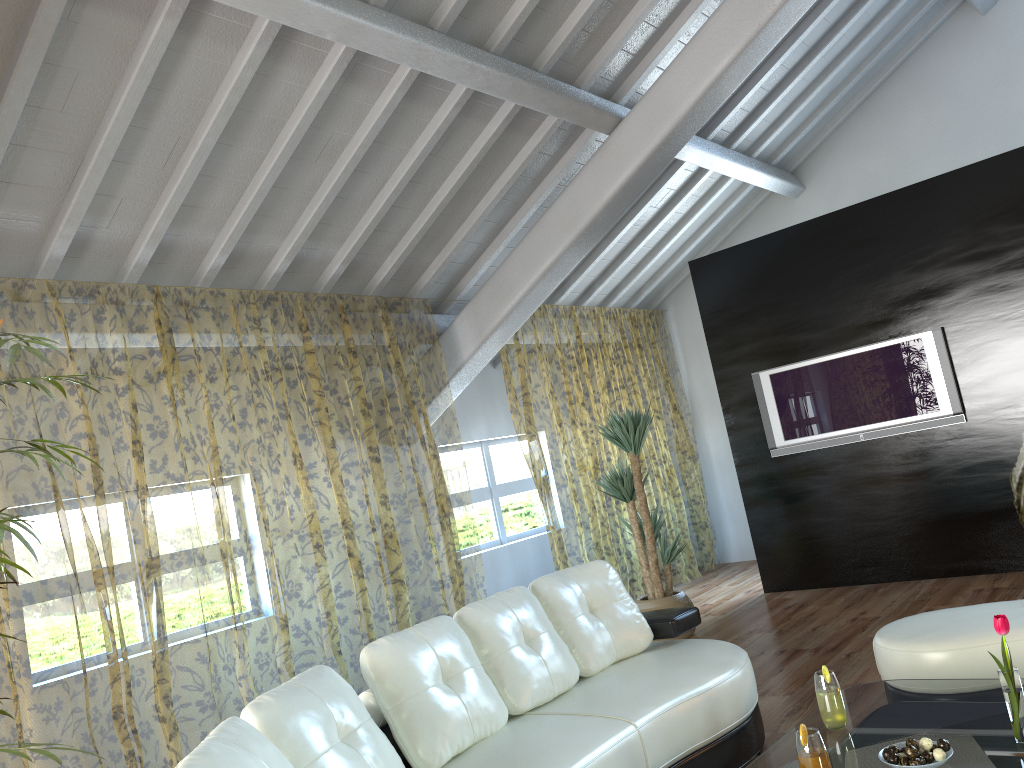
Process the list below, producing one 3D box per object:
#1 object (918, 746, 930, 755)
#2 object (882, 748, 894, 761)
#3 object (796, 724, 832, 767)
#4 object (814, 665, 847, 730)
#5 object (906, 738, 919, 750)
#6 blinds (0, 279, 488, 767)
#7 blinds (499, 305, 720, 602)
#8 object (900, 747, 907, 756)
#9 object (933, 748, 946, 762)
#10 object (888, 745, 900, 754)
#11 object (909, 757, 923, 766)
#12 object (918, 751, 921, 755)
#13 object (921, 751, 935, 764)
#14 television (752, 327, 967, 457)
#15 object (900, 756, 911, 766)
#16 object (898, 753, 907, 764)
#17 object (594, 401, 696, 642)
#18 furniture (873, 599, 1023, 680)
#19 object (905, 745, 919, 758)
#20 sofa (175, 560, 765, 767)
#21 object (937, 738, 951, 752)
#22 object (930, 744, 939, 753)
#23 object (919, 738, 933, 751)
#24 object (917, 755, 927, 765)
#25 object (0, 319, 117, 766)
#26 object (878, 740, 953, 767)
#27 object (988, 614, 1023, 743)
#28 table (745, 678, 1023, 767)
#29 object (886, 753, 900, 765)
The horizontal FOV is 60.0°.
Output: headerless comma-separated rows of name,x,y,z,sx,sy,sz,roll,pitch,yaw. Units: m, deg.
object,1.060,0.948,2.282,0.031,0.032,0.030,-16,-7,35
object,0.969,0.955,2.282,0.030,0.031,0.032,-6,-8,-43
object,0.739,0.924,2.176,0.081,0.192,0.075,-10,-6,-17
object,0.946,0.931,2.646,0.075,0.192,0.081,-17,-8,42
object,1.034,0.931,2.290,0.030,0.031,0.031,-17,-8,40
blinds,-1.390,0.727,4.677,0.306,2.546,3.505,-16,-8,37
blinds,0.916,0.570,7.655,0.306,2.546,2.780,-16,-8,37
object,1.022,0.958,2.298,0.031,0.031,0.030,-9,-7,-25
object,1.076,0.933,2.231,0.030,0.032,0.032,-17,-8,40
object,0.991,0.956,2.304,0.031,0.030,0.032,-10,-6,-18
object,1.006,0.948,2.211,0.032,0.031,0.031,-13,-6,14
object,1.031,0.954,2.267,0.032,0.030,0.031,-10,-6,-17
object,1.056,0.947,2.250,0.032,0.030,0.032,-11,-6,-3
television,2.375,0.084,6.199,1.336,0.639,0.044,-16,-7,37
object,0.997,0.958,2.241,0.031,0.030,0.032,-12,-6,1
object,0.999,0.961,2.273,0.032,0.029,0.032,-12,-6,0
object,0.860,0.917,5.912,0.564,1.586,0.588,-10,-6,-19
furniture,1.960,1.018,3.287,1.134,0.367,0.596,-14,-6,21
object,1.006,0.927,2.233,0.030,0.034,0.030,-14,-6,19
sofa,-0.023,1.138,2.698,1.359,0.805,3.047,-13,-6,17
object,1.094,0.915,2.248,0.030,0.033,0.030,-13,-6,17
object,1.083,0.937,2.266,0.032,0.031,0.031,-6,-8,-42
object,1.058,0.920,2.266,0.032,0.032,0.029,-12,-6,2
object,1.027,0.951,2.235,0.032,0.030,0.031,-16,-7,35
object,-1.720,0.585,2.363,1.399,2.473,1.177,-9,-7,-27
object,1.031,0.955,2.260,0.178,0.031,0.178,-15,-7,30
object,1.276,0.757,2.286,0.069,0.323,0.060,-13,-6,14
table,1.256,1.070,2.235,1.201,0.290,1.201,-17,-8,40
object,0.968,0.952,2.251,0.032,0.031,0.031,-9,-7,-24
